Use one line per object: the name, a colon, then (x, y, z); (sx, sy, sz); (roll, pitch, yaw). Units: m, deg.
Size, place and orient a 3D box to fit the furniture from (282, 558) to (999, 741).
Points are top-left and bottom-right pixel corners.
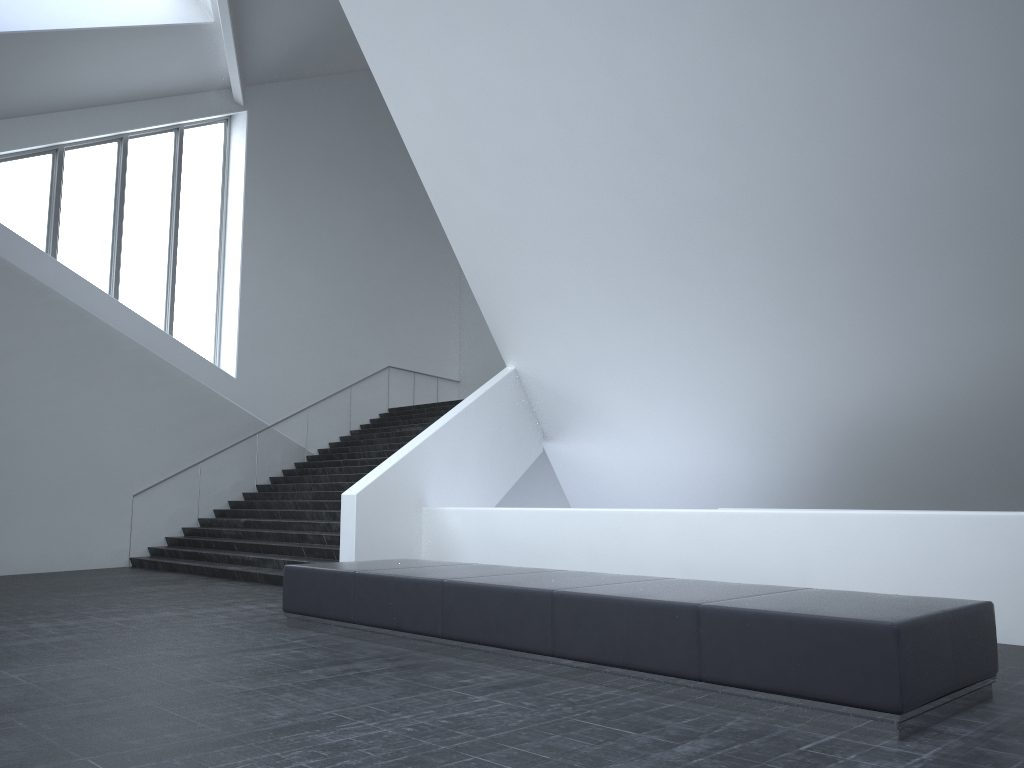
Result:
furniture: (0.391, 1.804, 6.869); (5.742, 0.580, 1.488); (-7, -11, 44)
